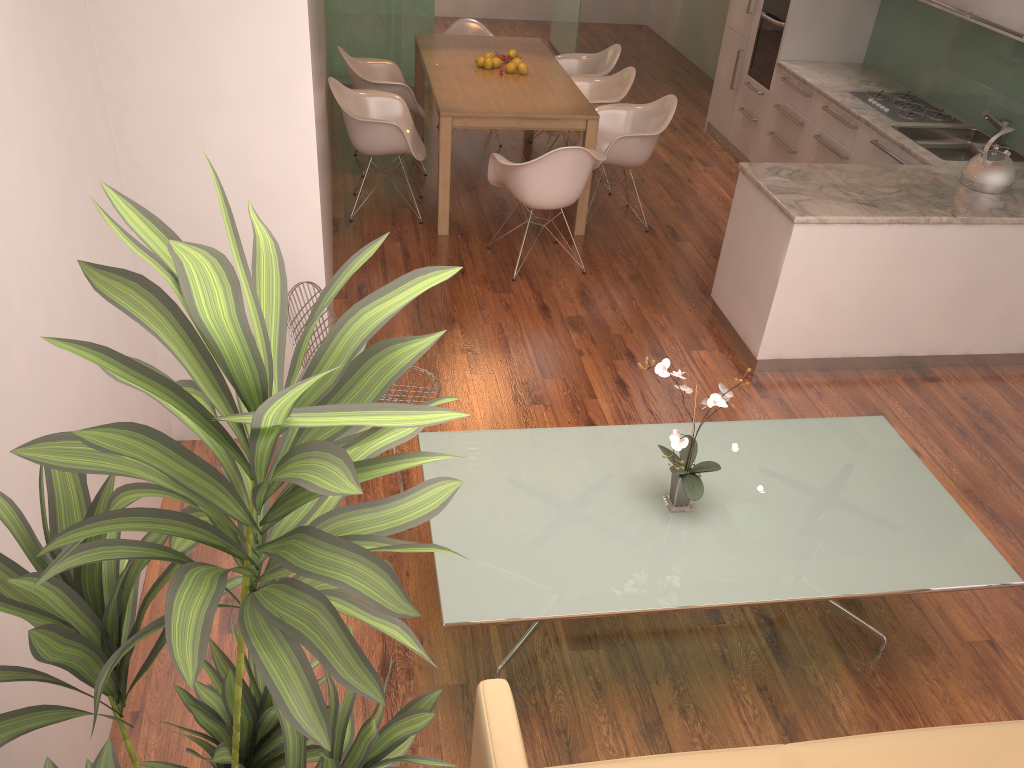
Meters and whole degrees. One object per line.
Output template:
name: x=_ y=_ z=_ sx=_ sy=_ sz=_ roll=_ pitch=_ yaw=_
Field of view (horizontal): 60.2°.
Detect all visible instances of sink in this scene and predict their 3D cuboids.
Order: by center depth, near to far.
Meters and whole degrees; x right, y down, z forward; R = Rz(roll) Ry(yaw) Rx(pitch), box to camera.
sink: x=2.750 y=-1.482 z=5.404 sx=0.615 sy=0.401 sz=0.614 roll=-2 pitch=35 yaw=-10

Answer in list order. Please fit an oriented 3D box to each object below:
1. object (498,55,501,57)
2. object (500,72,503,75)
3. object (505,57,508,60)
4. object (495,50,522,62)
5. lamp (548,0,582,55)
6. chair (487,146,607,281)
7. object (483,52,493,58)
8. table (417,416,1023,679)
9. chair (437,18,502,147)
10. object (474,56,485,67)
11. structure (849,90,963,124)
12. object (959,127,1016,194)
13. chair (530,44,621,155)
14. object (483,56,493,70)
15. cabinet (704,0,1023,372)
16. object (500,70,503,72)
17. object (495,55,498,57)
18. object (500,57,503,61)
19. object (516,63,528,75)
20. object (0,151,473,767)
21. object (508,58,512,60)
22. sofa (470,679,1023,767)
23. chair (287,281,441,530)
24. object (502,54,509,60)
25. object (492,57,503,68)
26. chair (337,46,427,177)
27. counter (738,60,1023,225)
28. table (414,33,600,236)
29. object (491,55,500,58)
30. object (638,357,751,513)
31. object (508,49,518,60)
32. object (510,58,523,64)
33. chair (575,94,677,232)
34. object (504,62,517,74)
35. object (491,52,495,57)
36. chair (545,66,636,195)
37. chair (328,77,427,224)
object: x=-0.089 y=-2.424 z=6.534 sx=0.026 sy=0.027 sz=0.022 roll=5 pitch=35 yaw=0
object: x=-0.075 y=-2.197 z=6.248 sx=0.026 sy=0.024 sz=0.025 roll=-6 pitch=37 yaw=-16
object: x=-0.043 y=-2.418 z=6.559 sx=0.026 sy=0.026 sz=0.025 roll=12 pitch=36 yaw=10
object: x=-0.027 y=-2.422 z=6.548 sx=0.174 sy=0.063 sz=0.166 roll=-2 pitch=35 yaw=-10
lamp: x=0.148 y=-3.365 z=6.352 sx=0.445 sy=3.562 sz=7.848 roll=9 pitch=35 yaw=5
chair: x=0.196 y=-1.145 z=5.478 sx=0.678 sy=0.902 sz=0.619 roll=-12 pitch=39 yaw=-22
object: x=-0.174 y=-2.365 z=6.408 sx=0.074 sy=0.098 sz=0.072 roll=2 pitch=35 yaw=-3
table: x=0.627 y=0.641 z=3.204 sx=1.867 sy=0.587 sz=0.898 roll=-2 pitch=35 yaw=-10
chair: x=-0.346 y=-2.542 z=7.446 sx=0.681 sy=0.902 sz=0.616 roll=-5 pitch=37 yaw=-14
object: x=-0.221 y=-2.326 z=6.373 sx=0.080 sy=0.075 sz=0.079 roll=-9 pitch=37 yaw=-18
structure: x=2.656 y=-1.892 z=5.973 sx=0.488 sy=0.040 sz=0.646 roll=-2 pitch=35 yaw=-10
object: x=2.588 y=-1.210 z=4.727 sx=0.262 sy=0.320 sz=0.250 roll=7 pitch=35 yaw=4
chair: x=0.518 y=-2.334 z=7.240 sx=0.640 sy=0.889 sz=0.655 roll=-5 pitch=37 yaw=-14
object: x=-0.169 y=-2.308 z=6.342 sx=0.071 sy=0.105 sz=0.071 roll=19 pitch=38 yaw=19
cabinet: x=1.998 y=-2.194 z=5.918 sx=1.910 sy=2.385 sz=4.057 roll=-2 pitch=35 yaw=-10
object: x=-0.074 y=-2.232 z=6.300 sx=0.026 sy=0.024 sz=0.025 roll=0 pitch=35 yaw=-6
object: x=-0.113 y=-2.382 z=6.423 sx=0.023 sy=0.027 sz=0.025 roll=-15 pitch=40 yaw=-25
object: x=-0.079 y=-2.350 z=6.386 sx=0.024 sy=0.027 sz=0.025 roll=-25 pitch=45 yaw=-35
object: x=0.077 y=-2.248 z=6.297 sx=0.077 sy=0.081 sz=0.077 roll=-11 pitch=38 yaw=-21
object: x=-0.584 y=0.761 z=1.452 sx=0.966 sy=2.204 sz=1.031 roll=6 pitch=36 yaw=1
object: x=-0.015 y=-2.396 z=6.520 sx=0.025 sy=0.027 sz=0.024 roll=32 pitch=43 yaw=33
sofa: x=0.833 y=1.220 z=2.130 sx=1.798 sy=0.878 sz=0.840 roll=-2 pitch=36 yaw=-10
chair: x=-0.594 y=0.061 z=3.583 sx=0.560 sy=0.943 sz=0.519 roll=10 pitch=36 yaw=7
object: x=-0.057 y=-2.402 z=6.519 sx=0.074 sy=0.045 sz=0.090 roll=26 pitch=40 yaw=27
object: x=-0.117 y=-2.323 z=6.385 sx=0.077 sy=0.078 sz=0.082 roll=32 pitch=43 yaw=33
chair: x=-0.982 y=-2.097 z=6.718 sx=0.639 sy=0.902 sz=0.657 roll=-8 pitch=38 yaw=-18
counter: x=1.482 y=-2.186 z=5.107 sx=3.210 sy=1.414 sz=2.931 roll=-2 pitch=35 yaw=-10
table: x=-0.138 y=-1.925 z=6.617 sx=1.024 sy=0.849 sz=1.981 roll=-2 pitch=35 yaw=-10
object: x=-0.119 y=-2.364 z=6.377 sx=0.063 sy=0.023 sz=0.068 roll=29 pitch=41 yaw=31
object: x=0.581 y=0.142 z=2.857 sx=0.297 sy=0.617 sz=0.355 roll=-6 pitch=37 yaw=-14
object: x=0.004 y=-2.445 z=6.544 sx=0.081 sy=0.075 sz=0.077 roll=-17 pitch=41 yaw=-28
object: x=0.036 y=-2.331 z=6.413 sx=0.080 sy=0.075 sz=0.079 roll=-9 pitch=37 yaw=-18
chair: x=0.760 y=-1.569 z=6.167 sx=0.640 sy=0.902 sz=0.655 roll=-5 pitch=37 yaw=-14
object: x=-0.008 y=-2.255 z=6.294 sx=0.077 sy=0.081 sz=0.078 roll=-19 pitch=41 yaw=-30
object: x=-0.155 y=-2.406 z=6.501 sx=0.063 sy=0.072 sz=0.071 roll=20 pitch=38 yaw=21
chair: x=0.556 y=-1.951 z=6.698 sx=0.640 sy=0.902 sz=0.655 roll=-5 pitch=37 yaw=-14
chair: x=-0.906 y=-1.619 z=6.031 sx=0.641 sy=0.902 sz=0.654 roll=-2 pitch=36 yaw=-10
